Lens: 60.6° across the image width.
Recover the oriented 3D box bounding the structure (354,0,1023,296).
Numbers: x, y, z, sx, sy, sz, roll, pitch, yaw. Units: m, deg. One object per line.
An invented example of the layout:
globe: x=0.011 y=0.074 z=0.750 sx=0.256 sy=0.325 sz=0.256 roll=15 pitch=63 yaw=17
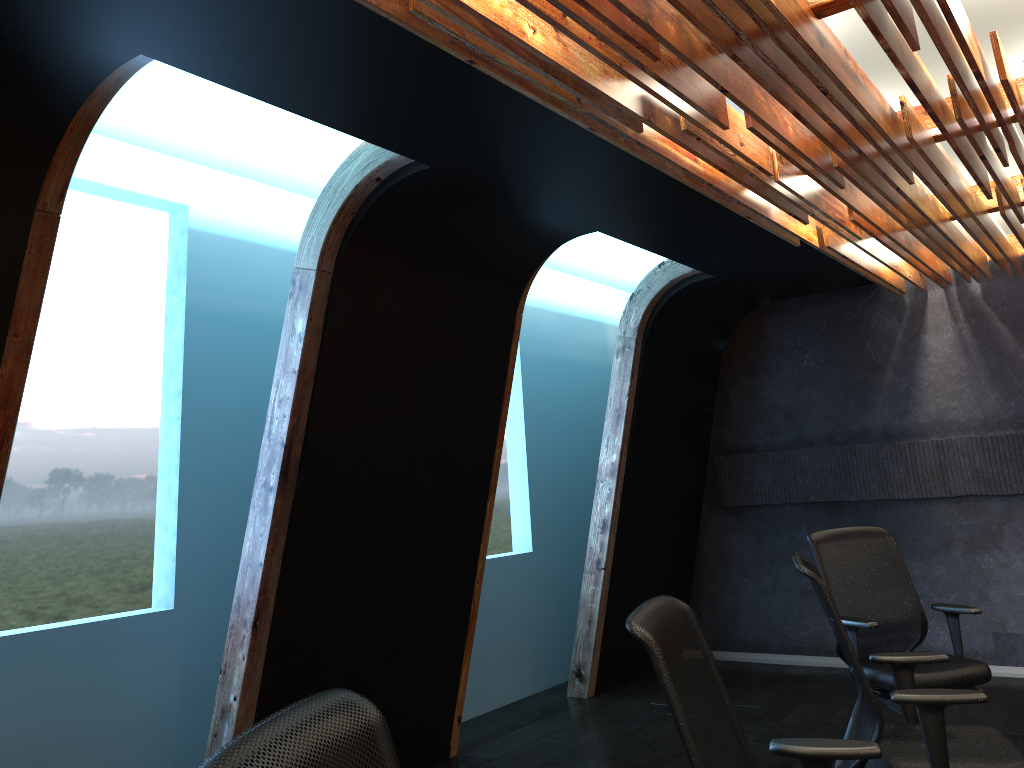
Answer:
structure: x=1.705 y=-0.062 z=1.249 sx=4.464 sy=3.070 sz=11.353 roll=-10 pitch=-10 yaw=35

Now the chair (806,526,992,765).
chair: x=2.050 y=1.380 z=4.495 sx=0.817 sy=1.271 sz=0.771 roll=1 pitch=-13 yaw=-20

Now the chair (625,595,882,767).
chair: x=0.761 y=1.165 z=2.087 sx=0.791 sy=1.271 sz=0.797 roll=-8 pitch=-13 yaw=19

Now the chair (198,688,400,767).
chair: x=0.049 y=1.092 z=1.129 sx=0.794 sy=1.271 sz=0.793 roll=-6 pitch=-13 yaw=10

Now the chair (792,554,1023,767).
chair: x=1.512 y=1.250 z=3.165 sx=0.793 sy=1.271 sz=0.795 roll=-7 pitch=-13 yaw=15
